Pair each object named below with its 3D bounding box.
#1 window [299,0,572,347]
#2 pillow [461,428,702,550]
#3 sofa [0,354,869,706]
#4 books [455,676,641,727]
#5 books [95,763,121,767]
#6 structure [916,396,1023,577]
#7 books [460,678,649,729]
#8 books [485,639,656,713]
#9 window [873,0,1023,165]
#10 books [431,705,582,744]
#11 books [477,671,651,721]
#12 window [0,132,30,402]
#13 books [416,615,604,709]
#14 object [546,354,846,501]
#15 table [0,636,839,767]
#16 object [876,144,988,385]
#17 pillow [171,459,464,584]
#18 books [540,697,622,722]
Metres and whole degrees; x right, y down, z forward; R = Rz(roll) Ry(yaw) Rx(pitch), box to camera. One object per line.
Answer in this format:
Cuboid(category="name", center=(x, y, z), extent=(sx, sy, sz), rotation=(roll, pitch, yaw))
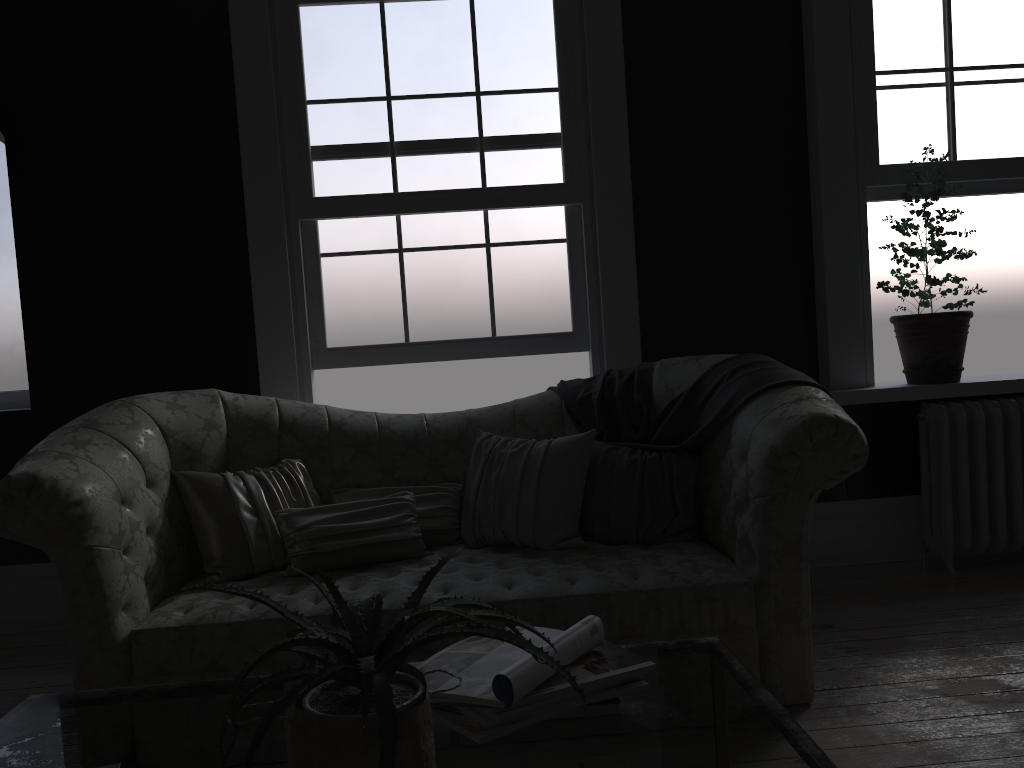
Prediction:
Cuboid(category="window", center=(-0.354, -1.024, 4.302), extent=(1.263, 1.673, 0.056), rotation=(-4, 3, -3))
Cuboid(category="pillow", center=(0.261, 0.397, 3.492), extent=(0.964, 0.462, 0.404), rotation=(-4, 3, 4))
Cuboid(category="sofa", center=(-0.251, 0.540, 3.518), extent=(2.813, 1.162, 1.604), rotation=(-4, 2, -2))
Cuboid(category="books", center=(0.028, 0.529, 1.599), extent=(0.318, 0.011, 0.252), rotation=(-5, 2, -31))
Cuboid(category="books", center=(-0.728, 0.629, 1.279), extent=(0.289, 0.030, 0.193), rotation=(-5, 2, -19))
Cuboid(category="structure", center=(2.542, 0.480, 4.333), extent=(1.141, 0.849, 0.276), rotation=(-4, 3, -3))
Cuboid(category="books", center=(0.045, 0.538, 1.602), extent=(0.318, 0.011, 0.252), rotation=(-5, 2, -21))
Cuboid(category="books", center=(0.053, 0.506, 1.591), extent=(0.318, 0.011, 0.252), rotation=(-5, 2, -26))
Cuboid(category="window", center=(2.387, -1.541, 4.432), extent=(1.263, 1.018, 0.056), rotation=(-4, 3, -3))
Cuboid(category="books", center=(0.003, 0.552, 1.591), extent=(0.318, 0.011, 0.252), rotation=(-5, 3, -36))
Cuboid(category="books", center=(0.046, 0.517, 1.592), extent=(0.318, 0.011, 0.252), rotation=(-5, 2, -31))
Cuboid(category="window", center=(-2.819, -0.625, 4.592), extent=(0.740, 1.458, 0.112), rotation=(-4, 3, -3))
Cuboid(category="books", center=(-0.026, 0.499, 1.577), extent=(0.273, 0.109, 0.322), rotation=(-2, 3, 32))
Cuboid(category="object", center=(0.683, 0.184, 3.655), extent=(0.516, 0.585, 1.367), rotation=(-6, 3, -44))
Cuboid(category="table", center=(-0.225, 0.887, 1.342), extent=(1.449, 0.559, 1.091), rotation=(-4, 2, -3))
Cuboid(category="object", center=(2.031, -0.568, 4.314), extent=(0.474, 1.135, 0.505), rotation=(-2, 4, 37))
Cuboid(category="pillow", center=(-0.733, 0.487, 3.418), extent=(1.105, 0.416, 0.528), rotation=(-4, 3, -3))
Cuboid(category="books", center=(0.070, 0.564, 1.601), extent=(0.231, 0.023, 0.162), rotation=(-4, 2, -2))
